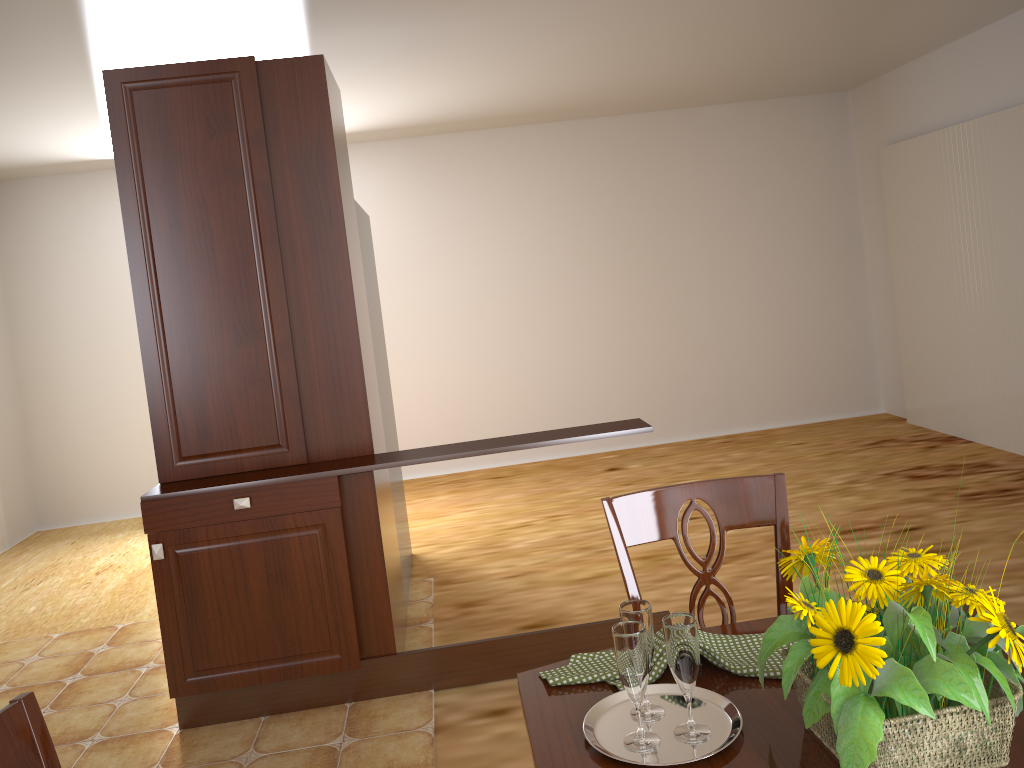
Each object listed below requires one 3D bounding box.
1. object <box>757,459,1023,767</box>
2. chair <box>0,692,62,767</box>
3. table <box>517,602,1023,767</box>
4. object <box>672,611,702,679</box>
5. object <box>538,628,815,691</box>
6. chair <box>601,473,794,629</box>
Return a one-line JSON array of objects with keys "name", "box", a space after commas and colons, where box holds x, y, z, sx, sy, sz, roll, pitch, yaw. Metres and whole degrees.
[{"name": "object", "box": [0.457, 0.286, 1.026, 0.319, 0.336, 0.300, -8, 4, -13]}, {"name": "chair", "box": [-0.306, 0.719, 0.905, 0.460, 0.743, 0.406, -7, 3, -8]}, {"name": "table", "box": [0.474, 0.751, 0.602, 0.735, 0.555, 1.686, -7, 6, -4]}, {"name": "object", "box": [0.256, 0.388, 1.315, 0.046, 0.046, 0.147, -6, 6, 9]}, {"name": "object", "box": [0.297, 0.382, 1.294, 0.527, 0.056, 0.168, -6, 6, 9]}, {"name": "chair", "box": [0.388, 0.574, 1.413, 0.405, 0.743, 0.461, -7, 4, -4]}]
